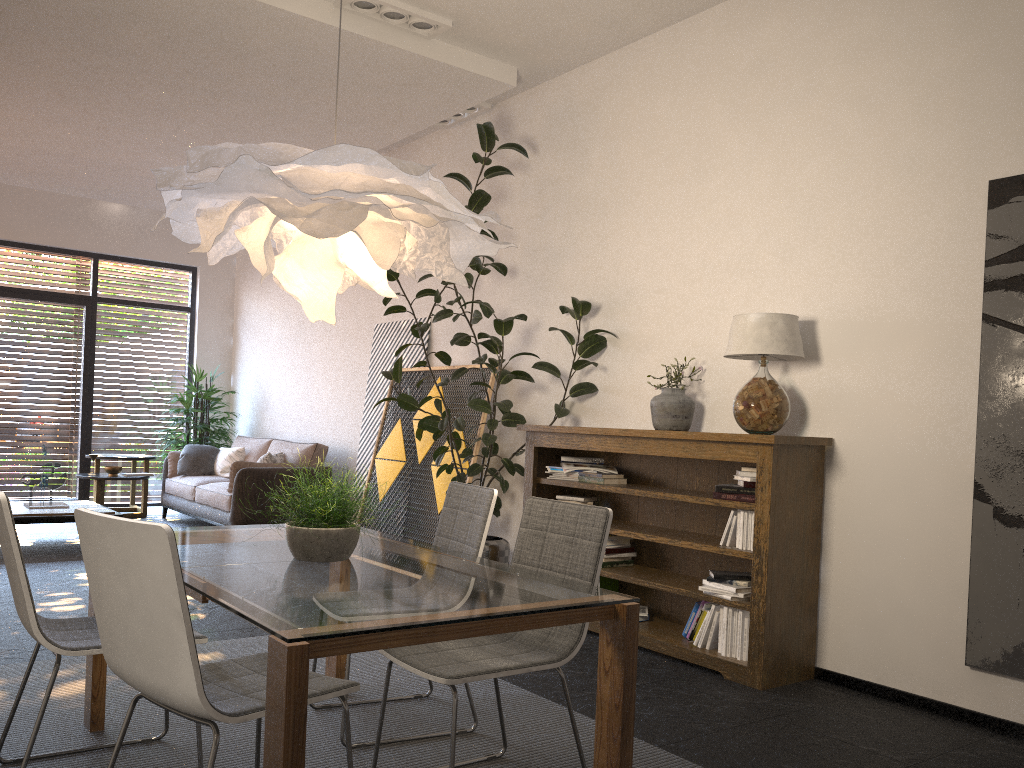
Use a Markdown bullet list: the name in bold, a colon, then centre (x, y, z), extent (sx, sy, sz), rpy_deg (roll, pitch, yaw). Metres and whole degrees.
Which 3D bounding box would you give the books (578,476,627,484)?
- **books**: centre (0.535, 0.568, 5.240), extent (0.180, 0.034, 0.243), rpy_deg (4, -3, -34)

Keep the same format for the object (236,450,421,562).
- **object**: centre (-0.580, 0.389, 2.819), extent (0.532, 0.367, 0.667), rpy_deg (4, -2, -42)

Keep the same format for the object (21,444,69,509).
- **object**: centre (-1.973, -1.307, 3.515), extent (0.366, 4.474, 8.903), rpy_deg (2, -2, -25)

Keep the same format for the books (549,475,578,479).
- **books**: centre (0.421, 0.571, 5.415), extent (0.318, 0.011, 0.253), rpy_deg (1, -3, 23)

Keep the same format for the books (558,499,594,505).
- **books**: centre (0.390, 0.723, 5.452), extent (0.221, 0.023, 0.147), rpy_deg (2, -3, 4)

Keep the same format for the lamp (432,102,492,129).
- **lamp**: centre (-0.446, -2.091, 6.789), extent (0.254, 0.066, 0.644), rpy_deg (4, -3, -37)

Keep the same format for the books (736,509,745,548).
- **books**: centre (1.153, 0.707, 4.342), extent (0.136, 0.188, 0.018), rpy_deg (3, 0, -37)

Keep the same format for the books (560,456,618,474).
- **books**: centre (0.463, 0.505, 5.391), extent (0.322, 0.109, 0.273), rpy_deg (3, -2, -2)

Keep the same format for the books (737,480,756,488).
- **books**: centre (1.220, 0.485, 4.286), extent (0.225, 0.029, 0.179), rpy_deg (2, -3, 5)

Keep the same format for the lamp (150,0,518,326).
- **lamp**: centre (-0.459, -2.777, 2.781), extent (1.118, 5.214, 1.060), rpy_deg (2, 0, -26)

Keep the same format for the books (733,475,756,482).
- **books**: centre (1.225, 0.461, 4.293), extent (0.244, 0.019, 0.174), rpy_deg (3, -3, -12)

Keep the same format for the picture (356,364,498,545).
- **picture**: centre (-0.733, 0.652, 6.892), extent (0.387, 1.605, 1.496), rpy_deg (2, -1, -37)

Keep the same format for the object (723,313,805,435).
- **object**: centre (1.237, -0.040, 4.366), extent (0.389, 0.582, 0.390), rpy_deg (2, 0, 22)

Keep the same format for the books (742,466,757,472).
- **books**: centre (1.231, 0.418, 4.319), extent (0.155, 0.022, 0.205), rpy_deg (1, -3, 38)

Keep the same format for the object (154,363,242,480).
- **object**: centre (-3.620, 0.612, 10.177), extent (0.913, 1.723, 0.979), rpy_deg (2, 0, 18)

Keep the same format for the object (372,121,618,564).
- **object**: centre (-0.264, -0.171, 5.872), extent (2.009, 3.200, 0.908), rpy_deg (2, 0, 31)

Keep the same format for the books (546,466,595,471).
- **books**: centre (0.408, 0.518, 5.450), extent (0.318, 0.011, 0.253), rpy_deg (1, -3, 30)

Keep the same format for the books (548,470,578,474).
- **books**: centre (0.416, 0.539, 5.424), extent (0.318, 0.011, 0.253), rpy_deg (1, -3, 25)

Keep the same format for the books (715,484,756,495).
- **books**: centre (1.148, -2.939, 1.776), extent (0.360, 6.709, 5.396), rpy_deg (3, -1, 4)

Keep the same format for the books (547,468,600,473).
- **books**: centre (0.412, 0.529, 5.442), extent (0.318, 0.011, 0.253), rpy_deg (1, -3, 25)

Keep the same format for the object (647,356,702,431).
- **object**: centre (0.881, 0.052, 4.876), extent (0.275, 0.412, 0.386), rpy_deg (2, -1, 31)

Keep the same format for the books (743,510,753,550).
- **books**: centre (1.172, 0.705, 4.288), extent (0.135, 0.189, 0.015), rpy_deg (3, 0, -37)

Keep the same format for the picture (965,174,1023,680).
- **picture**: centre (2.321, 0.160, 3.213), extent (0.033, 2.028, 1.231), rpy_deg (2, 0, -37)

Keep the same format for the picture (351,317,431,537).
- **picture**: centre (-1.072, 0.457, 7.579), extent (0.208, 2.019, 0.957), rpy_deg (2, 0, -37)

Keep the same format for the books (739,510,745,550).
- **books**: centre (1.156, 0.705, 4.297), extent (0.136, 0.188, 0.018), rpy_deg (3, 0, -37)

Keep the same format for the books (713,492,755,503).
- **books**: centre (1.169, 0.553, 4.329), extent (0.230, 0.034, 0.286), rpy_deg (5, -4, -44)

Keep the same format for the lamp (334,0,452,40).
- **lamp**: centre (-0.687, -2.175, 5.172), extent (0.646, 0.066, 0.253), rpy_deg (4, -3, -37)

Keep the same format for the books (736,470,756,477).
- **books**: centre (1.224, 0.440, 4.314), extent (0.243, 0.024, 0.175), rpy_deg (2, -3, 8)

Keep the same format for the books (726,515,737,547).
- **books**: centre (1.117, 0.722, 4.362), extent (0.120, 0.157, 0.056), rpy_deg (3, 0, -37)

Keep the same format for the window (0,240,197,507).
- **window**: centre (-5.823, -0.142, 9.573), extent (4.949, 3.028, 0.459), rpy_deg (4, 0, -37)

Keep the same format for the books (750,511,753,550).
- **books**: centre (1.205, 0.706, 4.273), extent (0.136, 0.188, 0.018), rpy_deg (3, 0, -37)

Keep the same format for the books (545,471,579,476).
- **books**: centre (0.405, 0.549, 5.436), extent (0.318, 0.011, 0.253), rpy_deg (1, -3, 35)

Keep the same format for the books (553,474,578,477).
- **books**: centre (0.438, 0.560, 5.407), extent (0.318, 0.011, 0.253), rpy_deg (2, -3, 20)

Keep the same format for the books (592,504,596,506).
- **books**: centre (0.386, 0.746, 5.458), extent (0.163, 0.023, 0.231), rpy_deg (4, -3, -36)

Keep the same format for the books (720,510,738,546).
- **books**: centre (1.105, 0.709, 4.377), extent (0.135, 0.182, 0.078), rpy_deg (3, 0, -37)

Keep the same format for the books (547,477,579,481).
- **books**: centre (0.410, 0.581, 5.418), extent (0.318, 0.011, 0.253), rpy_deg (1, -3, 27)

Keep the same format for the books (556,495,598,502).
- **books**: centre (0.398, 0.702, 5.450), extent (0.205, 0.020, 0.155), rpy_deg (0, -3, 38)

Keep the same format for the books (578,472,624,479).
- **books**: centre (0.526, 0.539, 5.243), extent (0.166, 0.024, 0.227), rpy_deg (4, -3, -33)
